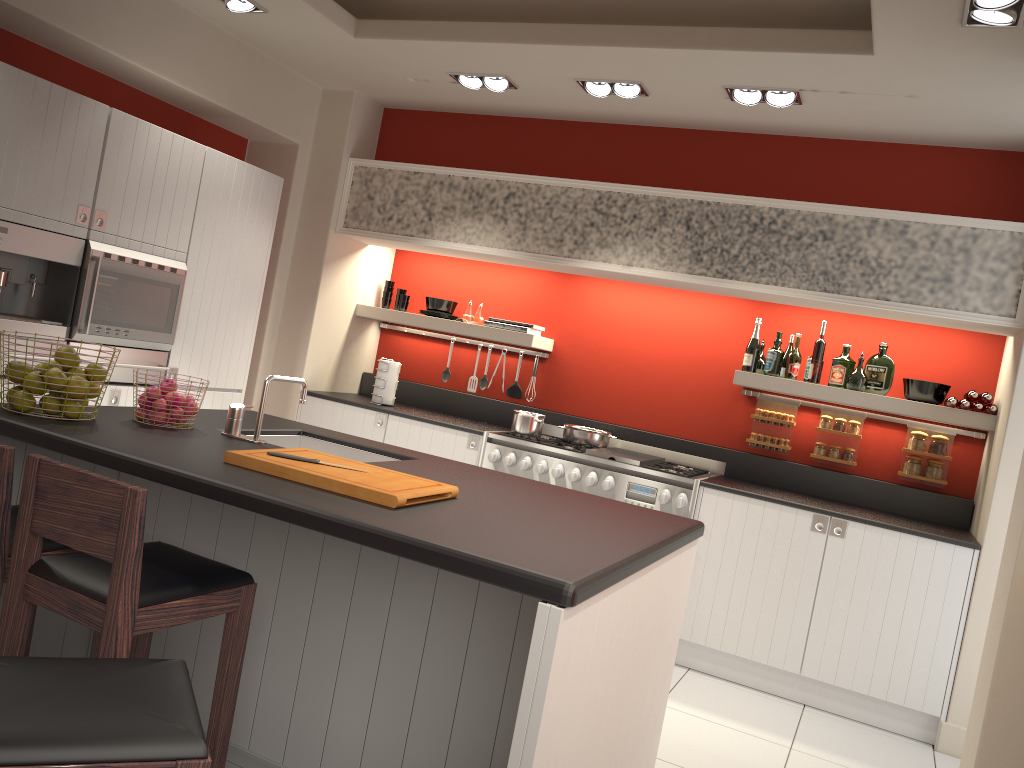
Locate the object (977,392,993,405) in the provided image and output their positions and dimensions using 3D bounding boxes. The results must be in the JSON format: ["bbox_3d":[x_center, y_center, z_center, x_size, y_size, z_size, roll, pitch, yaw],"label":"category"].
[{"bbox_3d":[2.545,0.077,4.765,0.062,0.062,0.366,11,2,23],"label":"object"}]

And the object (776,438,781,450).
[{"bbox_3d":[1.609,0.363,5.339,0.034,0.078,0.034,12,2,44],"label":"object"}]

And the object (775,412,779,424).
[{"bbox_3d":[1.602,0.210,5.351,0.034,0.078,0.034,12,2,44],"label":"object"}]

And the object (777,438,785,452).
[{"bbox_3d":[1.609,0.364,5.297,0.034,0.078,0.034,12,2,44],"label":"object"}]

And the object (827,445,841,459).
[{"bbox_3d":[1.890,0.401,5.200,0.068,0.088,0.068,12,2,44],"label":"object"}]

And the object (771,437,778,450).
[{"bbox_3d":[1.573,0.357,5.313,0.034,0.078,0.034,12,2,44],"label":"object"}]

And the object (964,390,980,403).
[{"bbox_3d":[2.497,0.067,4.811,0.062,0.062,0.366,11,2,23],"label":"object"}]

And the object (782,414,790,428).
[{"bbox_3d":[1.636,0.218,5.294,0.034,0.078,0.034,12,2,44],"label":"object"}]

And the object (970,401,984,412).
[{"bbox_3d":[2.515,0.125,4.798,0.061,0.061,0.366,11,2,23],"label":"object"}]

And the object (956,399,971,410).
[{"bbox_3d":[2.450,0.113,4.804,0.062,0.062,0.366,11,2,23],"label":"object"}]

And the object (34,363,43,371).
[{"bbox_3d":[-1.477,-0.036,2.799,0.057,0.061,0.062,12,2,38],"label":"object"}]

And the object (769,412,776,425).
[{"bbox_3d":[1.566,0.204,5.325,0.034,0.078,0.034,12,2,44],"label":"object"}]

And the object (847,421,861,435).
[{"bbox_3d":[1.990,0.258,5.165,0.068,0.088,0.068,12,2,44],"label":"object"}]

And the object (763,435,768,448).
[{"bbox_3d":[1.538,0.348,5.371,0.034,0.078,0.034,12,2,44],"label":"object"}]

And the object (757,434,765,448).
[{"bbox_3d":[1.503,0.342,5.344,0.034,0.078,0.034,12,2,44],"label":"object"}]

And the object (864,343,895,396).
[{"bbox_3d":[2.095,-0.084,5.060,0.057,0.303,0.186,10,2,-37],"label":"object"}]

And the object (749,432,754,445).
[{"bbox_3d":[1.467,0.334,5.402,0.034,0.078,0.034,12,2,44],"label":"object"}]

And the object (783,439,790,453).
[{"bbox_3d":[1.645,0.370,5.324,0.034,0.078,0.034,12,2,44],"label":"object"}]

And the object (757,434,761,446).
[{"bbox_3d":[1.502,0.341,5.386,0.034,0.078,0.034,12,2,44],"label":"object"}]

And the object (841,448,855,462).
[{"bbox_3d":[1.961,0.415,5.169,0.068,0.088,0.068,12,2,44],"label":"object"}]

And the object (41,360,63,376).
[{"bbox_3d":[-1.422,-0.042,2.738,0.057,0.061,0.062,12,2,38],"label":"object"}]

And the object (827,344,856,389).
[{"bbox_3d":[1.914,-0.099,5.128,0.071,0.260,0.112,10,2,-38],"label":"object"}]

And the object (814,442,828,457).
[{"bbox_3d":[1.820,0.387,5.231,0.068,0.088,0.068,12,2,44],"label":"object"}]

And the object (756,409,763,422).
[{"bbox_3d":[1.495,0.190,5.356,0.034,0.078,0.034,12,2,44],"label":"object"}]

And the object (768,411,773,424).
[{"bbox_3d":[1.565,0.203,5.367,0.034,0.078,0.034,12,2,44],"label":"object"}]

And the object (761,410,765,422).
[{"bbox_3d":[1.530,0.196,5.383,0.034,0.078,0.034,12,2,44],"label":"object"}]

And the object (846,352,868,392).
[{"bbox_3d":[1.947,-0.072,4.975,0.113,0.226,0.113,12,2,35],"label":"object"}]

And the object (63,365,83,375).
[{"bbox_3d":[-1.417,-0.036,2.846,0.078,0.076,0.071,11,1,-7],"label":"object"}]

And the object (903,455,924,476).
[{"bbox_3d":[2.275,0.462,5.027,0.093,0.120,0.094,12,2,44],"label":"object"}]

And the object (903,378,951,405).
[{"bbox_3d":[2.312,0.050,4.969,0.251,0.121,0.251,11,2,5],"label":"object"}]

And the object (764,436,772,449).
[{"bbox_3d":[1.538,0.350,5.328,0.034,0.078,0.034,12,2,44],"label":"object"}]

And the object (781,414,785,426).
[{"bbox_3d":[1.637,0.217,5.336,0.034,0.078,0.034,12,2,44],"label":"object"}]

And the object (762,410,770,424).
[{"bbox_3d":[1.531,0.197,5.341,0.034,0.078,0.034,12,2,44],"label":"object"}]

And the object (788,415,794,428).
[{"bbox_3d":[1.672,0.224,5.320,0.034,0.078,0.034,12,2,44],"label":"object"}]

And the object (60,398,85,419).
[{"bbox_3d":[-1.354,0.073,2.735,0.068,0.068,0.068,12,2,34],"label":"object"}]

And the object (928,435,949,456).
[{"bbox_3d":[2.396,0.347,4.982,0.093,0.120,0.094,12,2,44],"label":"object"}]

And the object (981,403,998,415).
[{"bbox_3d":[2.564,0.136,4.756,0.061,0.061,0.366,11,2,23],"label":"object"}]

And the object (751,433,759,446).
[{"bbox_3d":[1.468,0.335,5.359,0.034,0.078,0.034,12,2,44],"label":"object"}]

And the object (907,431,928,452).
[{"bbox_3d":[2.300,0.328,5.024,0.093,0.120,0.094,12,2,44],"label":"object"}]

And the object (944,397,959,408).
[{"bbox_3d":[2.394,0.102,4.829,0.062,0.062,0.366,11,2,23],"label":"object"}]

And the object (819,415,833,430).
[{"bbox_3d":[1.850,0.229,5.227,0.068,0.088,0.068,12,2,44],"label":"object"}]

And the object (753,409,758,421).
[{"bbox_3d":[1.495,0.188,5.398,0.034,0.078,0.034,12,2,44],"label":"object"}]

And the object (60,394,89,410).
[{"bbox_3d":[-1.389,0.057,2.812,0.084,0.079,0.086,10,2,-22],"label":"object"}]

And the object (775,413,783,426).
[{"bbox_3d":[1.601,0.211,5.310,0.034,0.078,0.034,12,2,44],"label":"object"}]

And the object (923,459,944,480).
[{"bbox_3d":[2.371,0.482,4.985,0.093,0.120,0.094,12,2,44],"label":"object"}]

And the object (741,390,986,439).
[{"bbox_3d":[2.038,0.171,5.233,1.355,0.034,0.048,11,2,23],"label":"object"}]

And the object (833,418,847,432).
[{"bbox_3d":[1.920,0.244,5.196,0.068,0.088,0.068,12,2,44],"label":"object"}]

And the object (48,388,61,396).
[{"bbox_3d":[-1.454,0.017,2.847,0.064,0.060,0.064,11,2,18],"label":"object"}]

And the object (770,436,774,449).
[{"bbox_3d":[1.574,0.356,5.355,0.034,0.078,0.034,12,2,44],"label":"object"}]
